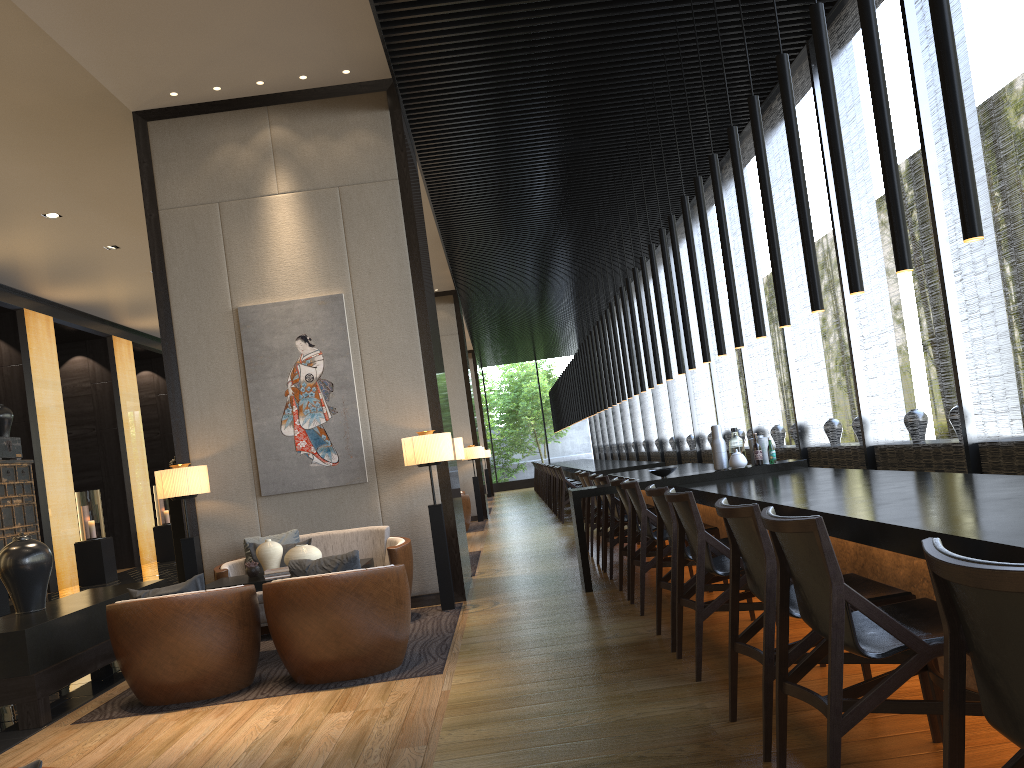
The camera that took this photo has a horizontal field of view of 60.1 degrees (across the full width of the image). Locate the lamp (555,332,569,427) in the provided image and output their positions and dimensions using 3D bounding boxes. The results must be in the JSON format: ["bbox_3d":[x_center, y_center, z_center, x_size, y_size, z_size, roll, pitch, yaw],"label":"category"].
[{"bbox_3d":[1.189,-0.165,21.311,0.060,2.417,0.060,-7,-1,-36],"label":"lamp"}]

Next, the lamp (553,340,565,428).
[{"bbox_3d":[1.181,-0.083,22.328,0.060,2.417,0.060,-7,-1,-36],"label":"lamp"}]

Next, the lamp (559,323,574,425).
[{"bbox_3d":[1.201,-0.291,19.759,0.060,2.417,0.060,-7,-1,-36],"label":"lamp"}]

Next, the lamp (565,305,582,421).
[{"bbox_3d":[1.218,-0.458,17.709,0.060,2.417,0.060,-7,-1,-36],"label":"lamp"}]

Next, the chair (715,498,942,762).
[{"bbox_3d":[1.033,0.790,3.080,0.563,0.826,0.527,-8,-2,-1],"label":"chair"}]

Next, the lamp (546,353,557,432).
[{"bbox_3d":[1.153,0.205,25.871,0.060,2.417,0.060,-8,-1,4],"label":"lamp"}]

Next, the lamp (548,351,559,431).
[{"bbox_3d":[1.161,0.122,24.851,0.060,2.417,0.060,-8,-1,4],"label":"lamp"}]

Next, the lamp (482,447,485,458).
[{"bbox_3d":[-0.648,1.900,17.411,0.376,1.349,0.374,-8,-2,18],"label":"lamp"}]

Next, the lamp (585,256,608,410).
[{"bbox_3d":[1.252,-0.816,13.309,0.060,2.417,0.060,-8,-1,-6],"label":"lamp"}]

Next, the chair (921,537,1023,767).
[{"bbox_3d":[1.046,0.659,1.466,0.563,0.826,0.527,-8,-2,-1],"label":"chair"}]

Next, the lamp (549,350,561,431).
[{"bbox_3d":[1.165,0.083,24.369,0.060,2.417,0.060,-8,-1,4],"label":"lamp"}]

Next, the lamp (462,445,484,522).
[{"bbox_3d":[-0.634,1.753,15.603,0.376,1.349,0.374,-8,-2,18],"label":"lamp"}]

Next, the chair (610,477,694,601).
[{"bbox_3d":[1.008,1.049,6.256,0.563,0.826,0.527,-8,-2,-1],"label":"chair"}]

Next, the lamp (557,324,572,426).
[{"bbox_3d":[1.197,-0.249,20.284,0.060,2.417,0.060,-7,-1,-36],"label":"lamp"}]

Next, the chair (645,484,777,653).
[{"bbox_3d":[1.021,0.920,4.668,0.563,0.826,0.527,-8,-2,-1],"label":"chair"}]

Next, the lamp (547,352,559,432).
[{"bbox_3d":[1.157,0.164,25.363,0.060,2.417,0.060,-8,-1,4],"label":"lamp"}]

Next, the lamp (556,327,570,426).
[{"bbox_3d":[1.193,-0.207,20.798,0.060,2.417,0.060,-7,-1,-36],"label":"lamp"}]

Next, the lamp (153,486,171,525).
[{"bbox_3d":[-6.377,2.213,16.280,0.337,0.728,0.337,-8,-2,1],"label":"lamp"}]

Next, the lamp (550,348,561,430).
[{"bbox_3d":[1.169,0.042,23.863,0.060,2.417,0.060,-8,-1,4],"label":"lamp"}]

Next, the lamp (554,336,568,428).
[{"bbox_3d":[1.185,-0.124,21.819,0.060,2.417,0.060,-7,-1,-36],"label":"lamp"}]

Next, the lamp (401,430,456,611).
[{"bbox_3d":[-0.564,1.027,6.679,0.376,1.349,0.374,-8,-2,29],"label":"lamp"}]

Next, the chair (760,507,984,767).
[{"bbox_3d":[1.038,0.744,2.505,0.563,0.826,0.527,-8,-2,-1],"label":"chair"}]

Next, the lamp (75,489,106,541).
[{"bbox_3d":[-6.354,1.975,13.344,0.337,0.728,0.337,-8,-2,1],"label":"lamp"}]

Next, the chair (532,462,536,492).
[{"bbox_3d":[0.864,2.542,24.620,0.563,0.826,0.527,-8,-2,-1],"label":"chair"}]

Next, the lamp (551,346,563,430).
[{"bbox_3d":[1.173,0.001,23.355,0.060,2.417,0.060,-7,-1,-36],"label":"lamp"}]

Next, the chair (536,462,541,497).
[{"bbox_3d":[0.890,2.274,21.328,0.563,0.826,0.527,-8,-2,-1],"label":"chair"}]

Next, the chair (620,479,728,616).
[{"bbox_3d":[1.013,1.002,5.681,0.563,0.826,0.527,-8,-2,-1],"label":"chair"}]

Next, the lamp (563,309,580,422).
[{"bbox_3d":[1.213,-0.416,18.225,0.060,2.417,0.060,-7,-1,-36],"label":"lamp"}]

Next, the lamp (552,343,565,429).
[{"bbox_3d":[1.177,-0.041,22.842,0.060,2.417,0.060,-7,-1,-36],"label":"lamp"}]

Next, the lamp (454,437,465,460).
[{"bbox_3d":[-0.578,1.174,8.486,0.374,1.349,0.376,-7,-1,-11],"label":"lamp"}]

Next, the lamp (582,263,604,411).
[{"bbox_3d":[1.248,-0.774,13.821,0.060,2.417,0.060,-7,-1,-36],"label":"lamp"}]

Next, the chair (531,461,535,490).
[{"bbox_3d":[0.860,2.588,25.195,0.563,0.826,0.527,-8,-2,-1],"label":"chair"}]

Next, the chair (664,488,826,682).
[{"bbox_3d":[1.025,0.873,4.093,0.563,0.826,0.527,-8,-2,-1],"label":"chair"}]

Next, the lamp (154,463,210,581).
[{"bbox_3d":[-2.409,1.275,6.659,0.373,1.346,0.376,-6,-2,-40],"label":"lamp"}]

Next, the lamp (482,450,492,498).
[{"bbox_3d":[-0.704,2.484,24.594,0.376,1.349,0.374,-8,-2,29],"label":"lamp"}]

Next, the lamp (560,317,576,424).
[{"bbox_3d":[1.205,-0.333,19.251,0.060,2.417,0.060,-7,-1,-36],"label":"lamp"}]

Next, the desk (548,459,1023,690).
[{"bbox_3d":[1.338,1.472,11.695,1.779,0.758,28.807,-8,-5,-1],"label":"desk"}]

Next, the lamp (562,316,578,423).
[{"bbox_3d":[1.209,-0.374,18.739,0.060,2.417,0.060,-7,-1,-36],"label":"lamp"}]

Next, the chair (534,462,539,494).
[{"bbox_3d":[0.877,2.408,22.974,0.563,0.826,0.527,-8,-2,-1],"label":"chair"}]

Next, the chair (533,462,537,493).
[{"bbox_3d":[0.872,2.454,23.549,0.563,0.826,0.527,-8,-2,-1],"label":"chair"}]

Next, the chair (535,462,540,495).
[{"bbox_3d":[0.885,2.321,21.903,0.563,0.826,0.527,-8,-2,-1],"label":"chair"}]
